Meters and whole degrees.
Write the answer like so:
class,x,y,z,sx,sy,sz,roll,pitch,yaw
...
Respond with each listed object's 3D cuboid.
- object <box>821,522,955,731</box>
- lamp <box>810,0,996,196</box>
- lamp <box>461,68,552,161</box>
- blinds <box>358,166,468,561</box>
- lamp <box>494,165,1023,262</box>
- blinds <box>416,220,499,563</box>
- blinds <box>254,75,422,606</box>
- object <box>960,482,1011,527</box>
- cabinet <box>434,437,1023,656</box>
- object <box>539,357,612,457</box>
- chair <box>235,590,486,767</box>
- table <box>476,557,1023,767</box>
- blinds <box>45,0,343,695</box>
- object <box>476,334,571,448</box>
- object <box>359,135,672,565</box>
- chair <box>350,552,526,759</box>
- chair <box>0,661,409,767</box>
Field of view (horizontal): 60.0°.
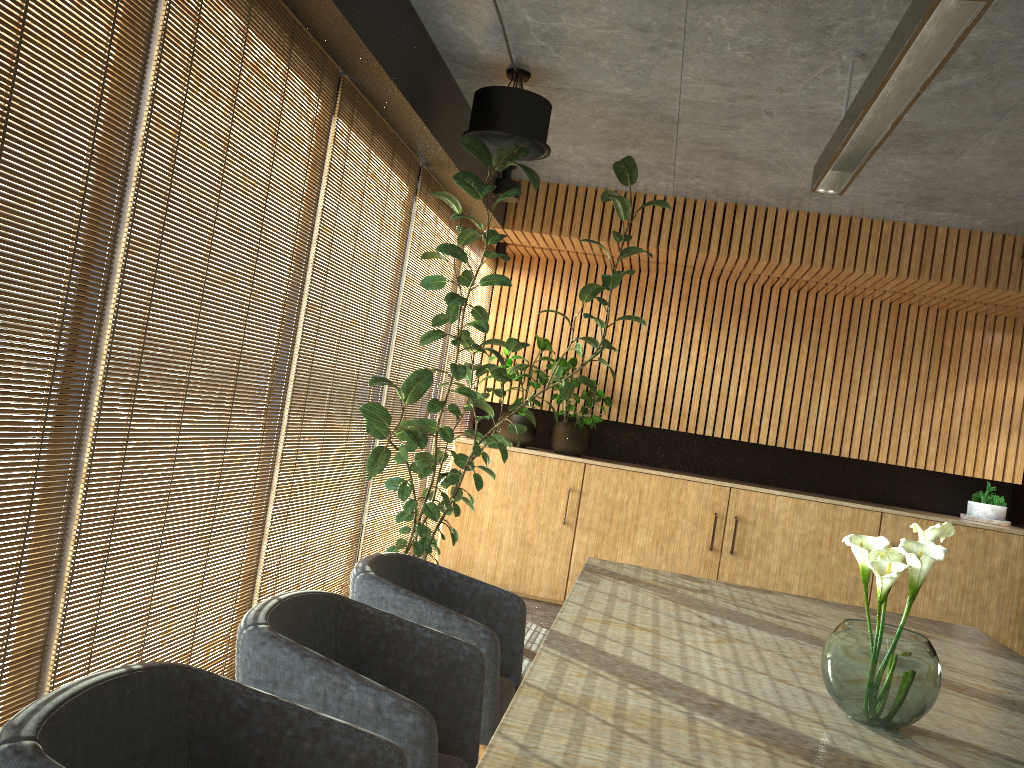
class,x,y,z,sx,sy,sz,roll,pitch,yaw
object,0.997,0.620,2.359,0.295,0.546,0.322,8,-2,19
lamp,1.280,-1.351,2.414,0.151,0.618,4.009,9,-2,10
lamp,-0.002,-1.561,5.054,0.513,0.497,0.513,10,-2,-20
blinds,-0.704,0.114,6.424,0.039,3.038,1.422,9,-2,10
lamp,1.865,-1.309,6.621,4.179,0.294,0.257,9,-2,10
blinds,-0.470,0.194,7.871,0.039,3.038,1.422,9,-2,10
blinds,-0.942,0.033,4.952,0.039,3.038,1.422,9,-2,10
object,4.060,1.012,7.570,0.384,0.347,0.384,8,-2,32
cabinet,1.804,1.484,7.836,4.954,1.272,1.006,9,-2,10
object,0.530,0.200,8.010,0.679,0.880,0.512,9,-2,13
chair,-0.440,1.137,2.541,0.761,0.944,0.706,9,-2,10
table,0.883,1.346,2.315,1.816,0.927,3.932,9,-2,10
blinds,-1.176,-0.047,3.504,0.039,3.038,1.422,9,-2,10
object,0.045,0.039,8.112,0.640,1.054,0.666,10,-2,-39
object,-0.346,0.073,5.824,1.875,3.266,1.958,10,-2,-42
chair,-0.297,1.186,3.427,0.761,0.944,0.706,9,-2,10
chair,-0.583,1.088,1.654,0.761,0.944,0.706,9,-2,10
